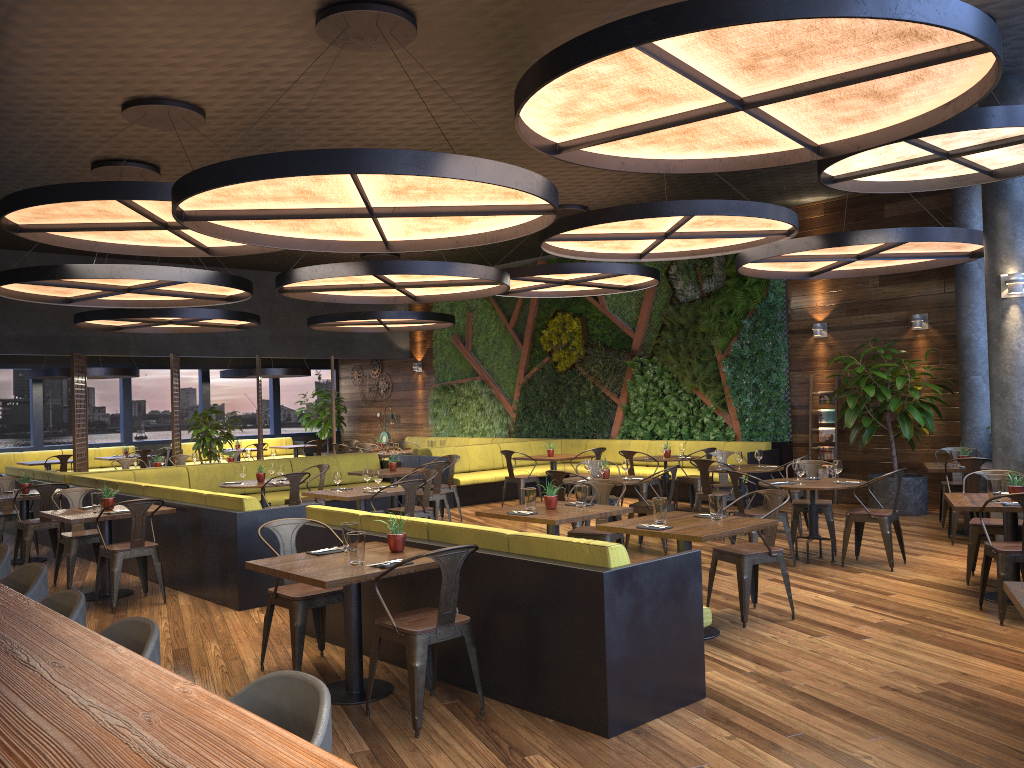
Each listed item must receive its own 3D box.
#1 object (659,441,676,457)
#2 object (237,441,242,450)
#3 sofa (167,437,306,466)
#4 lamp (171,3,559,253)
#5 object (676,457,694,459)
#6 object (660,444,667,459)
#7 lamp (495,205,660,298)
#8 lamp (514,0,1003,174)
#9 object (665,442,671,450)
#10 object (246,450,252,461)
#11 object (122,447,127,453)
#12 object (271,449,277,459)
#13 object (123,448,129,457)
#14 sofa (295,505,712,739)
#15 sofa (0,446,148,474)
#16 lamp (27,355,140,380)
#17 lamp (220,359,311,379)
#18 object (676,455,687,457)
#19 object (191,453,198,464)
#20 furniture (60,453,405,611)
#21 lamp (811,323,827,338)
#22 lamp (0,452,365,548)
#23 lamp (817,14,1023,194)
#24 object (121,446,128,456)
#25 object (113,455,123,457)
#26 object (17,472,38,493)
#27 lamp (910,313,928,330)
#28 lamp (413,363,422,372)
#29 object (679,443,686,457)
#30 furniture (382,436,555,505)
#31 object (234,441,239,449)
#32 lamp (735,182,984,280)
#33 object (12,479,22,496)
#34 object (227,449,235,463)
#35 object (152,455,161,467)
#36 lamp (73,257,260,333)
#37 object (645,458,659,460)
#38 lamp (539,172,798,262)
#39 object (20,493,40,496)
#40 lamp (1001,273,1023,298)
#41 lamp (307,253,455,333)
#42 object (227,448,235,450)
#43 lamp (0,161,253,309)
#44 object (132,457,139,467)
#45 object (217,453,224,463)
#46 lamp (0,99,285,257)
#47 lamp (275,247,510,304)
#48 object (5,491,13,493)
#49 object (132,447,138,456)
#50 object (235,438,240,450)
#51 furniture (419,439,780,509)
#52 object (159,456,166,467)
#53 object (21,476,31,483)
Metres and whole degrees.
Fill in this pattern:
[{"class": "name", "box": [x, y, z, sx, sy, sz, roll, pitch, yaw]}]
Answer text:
[{"class": "object", "box": [2.226, 0.922, 12.801, 0.260, 0.271, 0.238, -2, -1, -4]}, {"class": "object", "box": [-5.897, 1.335, 19.189, 0.102, 0.178, 0.102, -2, -1, 33]}, {"class": "sofa", "box": [-6.358, 1.776, 20.757, 3.061, 0.914, 0.966, -1, -2, -43]}, {"class": "lamp", "box": [-1.063, -1.943, 6.607, 2.778, 1.475, 2.778, -2, -1, 12]}, {"class": "object", "box": [2.430, 1.040, 12.548, 0.157, 0.019, 0.255, -1, -2, -43]}, {"class": "object", "box": [2.148, 0.955, 12.564, 0.097, 0.206, 0.097, -3, -1, 37]}, {"class": "lamp", "box": [0.811, -2.045, 13.394, 2.778, 1.159, 2.778, -3, -1, 37]}, {"class": "lamp", "box": [1.389, -2.216, 5.419, 2.778, 1.159, 2.778, -2, -1, -7]}, {"class": "object", "box": [2.283, 0.960, 13.007, 0.097, 0.206, 0.097, -1, -1, -23]}, {"class": "object", "box": [-4.338, 1.189, 14.606, 0.097, 0.206, 0.097, -2, -1, 3]}, {"class": "object", "box": [-7.812, 1.367, 17.896, 0.102, 0.178, 0.102, -2, -1, 33]}, {"class": "object", "box": [-3.908, 1.175, 14.541, 0.097, 0.206, 0.097, -2, -1, 3]}, {"class": "object", "box": [-7.648, 1.356, 17.577, 0.102, 0.178, 0.102, -2, -1, 33]}, {"class": "sofa", "box": [-0.229, 1.302, 5.735, 0.966, 0.914, 3.061, -1, -2, -43]}, {"class": "sofa", "box": [-9.143, 1.809, 18.188, 3.061, 0.914, 0.966, -1, -2, -43]}, {"class": "lamp", "box": [-8.409, -1.210, 17.418, 1.979, 2.172, 1.979, -2, -1, 2]}, {"class": "lamp", "box": [-5.580, -1.246, 20.027, 1.979, 2.172, 1.979, -2, -1, 32]}, {"class": "object", "box": [2.458, 1.048, 12.980, 0.255, 0.019, 0.157, -1, -1, -41]}, {"class": "object", "box": [-5.005, 1.197, 13.990, 0.097, 0.206, 0.097, -2, -1, 3]}, {"class": "furniture", "box": [-3.289, 1.505, 11.494, 7.462, 0.914, 4.895, -3, -1, 42]}, {"class": "lamp", "box": [4.554, -0.803, 13.215, 0.189, 0.215, 0.215, -1, -2, -43]}, {"class": "lamp", "box": [-6.540, 0.708, 11.812, 9.057, 2.714, 3.017, -1, -2, -43]}, {"class": "lamp", "box": [3.482, -2.306, 7.123, 1.979, 1.093, 1.979, -2, -1, 11]}, {"class": "object", "box": [-7.724, 1.315, 17.746, 0.238, 0.271, 0.260, -1, -1, -21]}, {"class": "object", "box": [-7.955, 1.453, 17.976, 0.255, 0.019, 0.157, -1, -2, -43]}, {"class": "object", "box": [-5.503, 1.100, 10.047, 0.260, 0.271, 0.238, -1, -1, -41]}, {"class": "lamp", "box": [5.549, -0.854, 12.135, 0.189, 0.215, 0.215, -1, -2, -43]}, {"class": "lamp", "box": [-2.219, -0.386, 20.563, 0.189, 0.215, 0.215, -1, -2, -43]}, {"class": "object", "box": [2.446, 0.949, 12.723, 0.097, 0.206, 0.097, -2, -1, 11]}, {"class": "furniture", "box": [-1.868, 1.573, 17.283, 3.378, 0.916, 4.755, -1, -2, -43]}, {"class": "object", "box": [-6.062, 1.346, 19.508, 0.102, 0.178, 0.102, -2, -1, 33]}, {"class": "lamp", "box": [4.038, -2.098, 10.416, 2.778, 1.362, 2.778, -2, -1, 16]}, {"class": "object", "box": [-5.473, 1.141, 9.811, 0.102, 0.178, 0.102, -2, -1, 33]}, {"class": "object", "box": [-4.531, 1.152, 14.261, 0.238, 0.271, 0.260, -1, -1, -21]}, {"class": "object", "box": [-5.394, 1.163, 13.465, 0.238, 0.271, 0.260, -1, -1, -21]}, {"class": "lamp", "box": [-5.502, -1.663, 14.236, 2.778, 1.475, 2.778, -1, -2, -42]}, {"class": "object", "box": [1.977, 1.054, 12.577, 0.255, 0.019, 0.157, -1, -2, -44]}, {"class": "lamp", "box": [1.674, -2.141, 9.766, 2.778, 1.159, 2.778, -2, -1, 25]}, {"class": "object", "box": [-5.309, 1.215, 9.762, 0.255, 0.019, 0.157, -1, -2, -43]}, {"class": "lamp", "box": [4.565, -0.904, 8.044, 0.215, 0.215, 0.189, -2, -1, 25]}, {"class": "lamp", "box": [-2.492, -1.777, 16.907, 2.778, 1.362, 2.778, -2, -1, 12]}, {"class": "object", "box": [-6.204, 1.432, 19.588, 0.255, 0.019, 0.157, -1, -2, -43]}, {"class": "lamp", "box": [-4.488, -1.768, 10.354, 2.778, 1.475, 2.778, -1, -1, -39]}, {"class": "object", "box": [-5.673, 1.205, 13.373, 0.097, 0.206, 0.097, -2, -1, 3]}, {"class": "object", "box": [-4.576, 1.183, 13.925, 0.097, 0.206, 0.097, -2, -1, 3]}, {"class": "lamp", "box": [-3.305, -2.017, 8.460, 2.778, 1.159, 2.778, -2, -1, 8]}, {"class": "lamp", "box": [-1.432, -1.853, 10.696, 2.778, 1.475, 2.778, -2, -1, 6]}, {"class": "object", "box": [-5.718, 1.237, 10.253, 0.255, 0.019, 0.157, -1, -2, -43]}, {"class": "object", "box": [-7.563, 1.358, 17.786, 0.102, 0.178, 0.102, -2, -1, 33]}, {"class": "object", "box": [-5.989, 1.294, 19.341, 0.238, 0.271, 0.260, -1, -1, -21]}, {"class": "furniture", "box": [1.270, 1.414, 13.874, 3.372, 0.914, 4.503, -1, -2, -43]}, {"class": "object", "box": [-5.244, 1.191, 13.309, 0.097, 0.206, 0.097, -2, -1, 3]}, {"class": "object", "box": [-5.575, 1.151, 10.173, 0.102, 0.178, 0.102, -2, -1, 33]}]
